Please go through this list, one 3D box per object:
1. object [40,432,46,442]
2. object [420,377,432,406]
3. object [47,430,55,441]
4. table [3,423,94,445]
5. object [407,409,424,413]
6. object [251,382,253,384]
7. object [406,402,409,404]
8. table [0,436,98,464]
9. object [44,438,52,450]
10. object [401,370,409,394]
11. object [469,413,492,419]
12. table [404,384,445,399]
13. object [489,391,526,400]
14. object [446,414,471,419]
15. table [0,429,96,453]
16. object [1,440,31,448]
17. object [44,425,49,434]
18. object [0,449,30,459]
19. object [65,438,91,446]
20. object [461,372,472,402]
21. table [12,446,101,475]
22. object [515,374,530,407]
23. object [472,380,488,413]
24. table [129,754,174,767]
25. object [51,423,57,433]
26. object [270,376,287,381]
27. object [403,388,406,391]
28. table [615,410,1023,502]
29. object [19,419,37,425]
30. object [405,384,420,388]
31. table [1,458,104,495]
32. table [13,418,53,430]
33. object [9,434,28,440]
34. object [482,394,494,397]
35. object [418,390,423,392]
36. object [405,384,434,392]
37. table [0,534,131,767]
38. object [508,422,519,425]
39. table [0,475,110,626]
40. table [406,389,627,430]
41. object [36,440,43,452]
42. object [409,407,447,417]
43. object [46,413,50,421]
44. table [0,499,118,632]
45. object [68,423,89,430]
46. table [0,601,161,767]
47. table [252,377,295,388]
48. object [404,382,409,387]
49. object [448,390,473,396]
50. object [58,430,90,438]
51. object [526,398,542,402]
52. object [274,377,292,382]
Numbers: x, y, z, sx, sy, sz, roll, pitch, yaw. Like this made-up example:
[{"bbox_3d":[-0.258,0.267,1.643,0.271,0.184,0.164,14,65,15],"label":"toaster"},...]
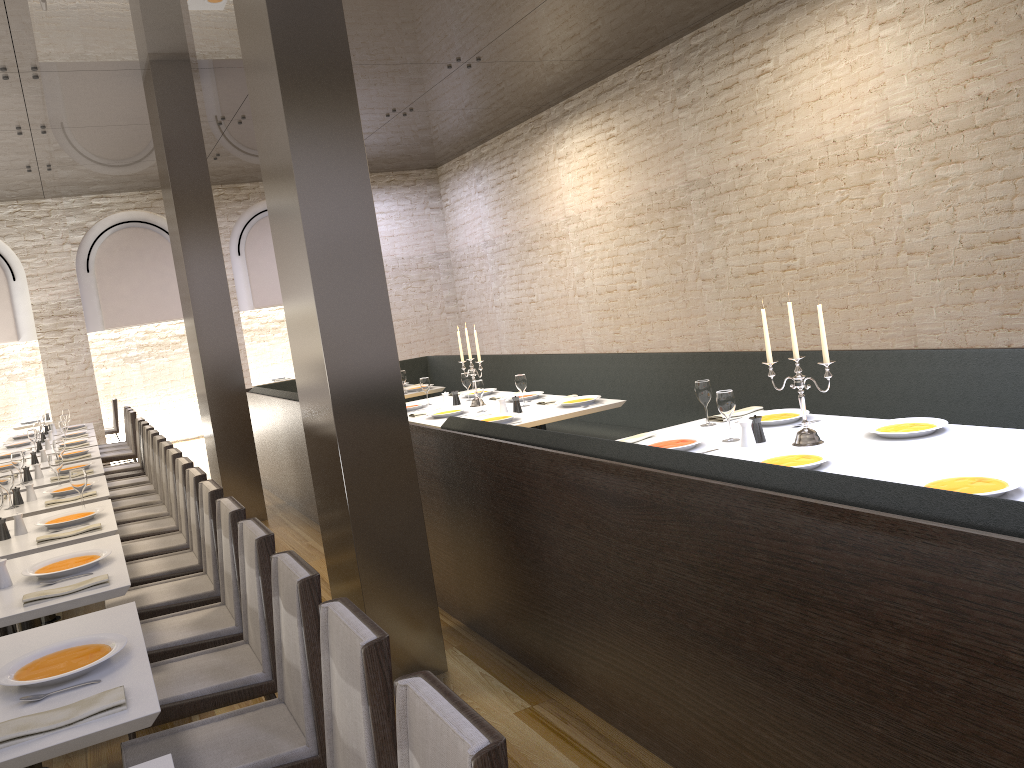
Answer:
[{"bbox_3d":[-4.997,0.564,9.447,0.059,0.109,0.059,-8,4,10],"label":"object"},{"bbox_3d":[-0.718,0.062,7.426,0.086,0.230,0.086,-9,4,-14],"label":"object"},{"bbox_3d":[-4.955,0.550,9.518,0.059,0.109,0.059,-8,4,10],"label":"object"},{"bbox_3d":[-5.440,0.958,10.570,0.939,0.758,1.010,-11,5,-26],"label":"table"},{"bbox_3d":[-0.760,0.212,7.100,0.186,0.010,0.017,-11,6,-26],"label":"object"},{"bbox_3d":[-4.317,0.008,14.329,0.321,0.036,0.323,-8,6,9],"label":"object"},{"bbox_3d":[-1.024,0.198,7.596,0.273,0.033,0.142,-11,6,-26],"label":"object"},{"bbox_3d":[-4.453,1.012,8.555,0.939,0.758,1.010,-11,5,-26],"label":"table"},{"bbox_3d":[-4.470,0.577,8.528,0.059,0.109,0.059,-8,4,10],"label":"object"},{"bbox_3d":[-1.071,-0.016,8.719,0.086,0.230,0.087,-8,4,10],"label":"object"},{"bbox_3d":[-0.284,0.239,6.085,0.273,0.033,0.142,-11,6,-26],"label":"object"},{"bbox_3d":[-1.350,0.488,9.114,1.104,0.758,1.188,-11,6,-26],"label":"table"},{"bbox_3d":[-0.037,0.097,7.125,0.273,0.033,0.142,-11,6,-26],"label":"object"},{"bbox_3d":[-0.382,0.233,6.329,0.186,0.010,0.017,-11,6,-26],"label":"object"},{"bbox_3d":[-4.938,0.985,9.546,0.939,0.758,1.010,-11,5,-26],"label":"table"},{"bbox_3d":[-5.238,0.645,9.404,0.321,0.036,0.323,-7,6,12],"label":"object"},{"bbox_3d":[-5.499,0.536,10.470,0.059,0.109,0.059,-8,4,10],"label":"object"},{"bbox_3d":[-4.752,0.671,8.413,0.321,0.036,0.323,-7,6,12],"label":"object"},{"bbox_3d":[-4.276,0.576,8.646,0.321,0.036,0.323,-7,6,12],"label":"object"},{"bbox_3d":[-0.365,0.023,7.280,0.086,0.230,0.086,-9,4,-14],"label":"object"},{"bbox_3d":[-3.960,1.039,7.551,0.939,0.758,1.010,-11,5,-26],"label":"table"},{"bbox_3d":[0.074,0.047,6.384,0.086,0.230,0.086,-8,4,16],"label":"object"},{"bbox_3d":[-0.234,0.088,6.438,0.086,0.230,0.086,-10,4,-26],"label":"object"},{"bbox_3d":[-0.822,1.212,1.148,0.939,0.758,1.010,-11,5,-26],"label":"table"},{"bbox_3d":[-5.457,0.523,10.542,0.059,0.109,0.059,-8,4,10],"label":"object"},{"bbox_3d":[-3.840,-0.088,14.562,0.321,0.036,0.323,-8,6,9],"label":"object"},{"bbox_3d":[-1.038,0.042,9.168,0.273,0.033,0.142,-11,6,-26],"label":"object"},{"bbox_3d":[1.397,0.639,3.510,1.104,0.758,2.538,-11,6,-26],"label":"table"},{"bbox_3d":[-7.063,0.559,12.976,0.321,0.036,0.323,-8,6,9],"label":"object"},{"bbox_3d":[-1.106,0.038,9.307,0.273,0.033,0.142,-11,6,-26],"label":"object"},{"bbox_3d":[-3.445,1.068,6.500,0.939,0.758,1.010,-11,5,-26],"label":"table"},{"bbox_3d":[-6.763,0.900,13.118,0.939,0.758,1.010,-11,5,-26],"label":"table"},{"bbox_3d":[-5.740,0.617,10.427,0.321,0.036,0.323,-7,6,12],"label":"object"},{"bbox_3d":[-0.205,0.095,7.399,0.182,0.015,0.038,-11,6,-24],"label":"object"},{"bbox_3d":[-0.863,0.059,8.743,0.182,0.015,0.038,-11,6,-24],"label":"object"},{"bbox_3d":[-0.941,0.046,8.907,0.321,0.036,0.323,-4,7,40],"label":"object"},{"bbox_3d":[-1.923,1.152,3.395,0.939,0.758,1.010,-11,5,-26],"label":"table"},{"bbox_3d":[-0.019,0.253,5.589,0.186,0.010,0.017,-11,6,-26],"label":"object"},{"bbox_3d":[-2.934,1.096,5.457,0.939,0.758,1.010,-11,5,-26],"label":"table"},{"bbox_3d":[-0.225,0.550,6.818,1.104,0.758,2.538,-11,6,-26],"label":"table"},{"bbox_3d":[-4.512,0.591,8.456,0.059,0.109,0.059,-8,4,10],"label":"object"},{"bbox_3d":[-0.646,0.219,6.824,0.273,0.033,0.142,-11,6,-26],"label":"object"},{"bbox_3d":[-6.823,0.479,13.019,0.059,0.109,0.059,-10,4,-24],"label":"object"},{"bbox_3d":[-2.422,1.124,4.412,0.939,0.758,1.010,-11,5,-26],"label":"table"},{"bbox_3d":[-5.263,0.521,10.660,0.321,0.036,0.323,-7,6,12],"label":"object"},{"bbox_3d":[-1.372,1.182,2.271,0.939,0.758,1.010,-11,5,-26],"label":"table"},{"bbox_3d":[-4.017,0.349,14.471,0.939,0.758,1.010,-11,5,-26],"label":"table"},{"bbox_3d":[-1.269,0.028,9.577,0.321,0.036,0.323,-6,6,22],"label":"object"},{"bbox_3d":[-0.415,0.076,7.897,0.273,0.033,0.142,-11,6,-26],"label":"object"},{"bbox_3d":[-4.761,0.549,9.636,0.321,0.036,0.323,-7,6,12],"label":"object"},{"bbox_3d":[0.174,0.116,6.628,0.182,0.015,0.038,-11,6,-24],"label":"object"},{"bbox_3d":[-3.682,-0.072,14.239,0.273,0.033,0.142,-11,6,-26],"label":"object"}]
